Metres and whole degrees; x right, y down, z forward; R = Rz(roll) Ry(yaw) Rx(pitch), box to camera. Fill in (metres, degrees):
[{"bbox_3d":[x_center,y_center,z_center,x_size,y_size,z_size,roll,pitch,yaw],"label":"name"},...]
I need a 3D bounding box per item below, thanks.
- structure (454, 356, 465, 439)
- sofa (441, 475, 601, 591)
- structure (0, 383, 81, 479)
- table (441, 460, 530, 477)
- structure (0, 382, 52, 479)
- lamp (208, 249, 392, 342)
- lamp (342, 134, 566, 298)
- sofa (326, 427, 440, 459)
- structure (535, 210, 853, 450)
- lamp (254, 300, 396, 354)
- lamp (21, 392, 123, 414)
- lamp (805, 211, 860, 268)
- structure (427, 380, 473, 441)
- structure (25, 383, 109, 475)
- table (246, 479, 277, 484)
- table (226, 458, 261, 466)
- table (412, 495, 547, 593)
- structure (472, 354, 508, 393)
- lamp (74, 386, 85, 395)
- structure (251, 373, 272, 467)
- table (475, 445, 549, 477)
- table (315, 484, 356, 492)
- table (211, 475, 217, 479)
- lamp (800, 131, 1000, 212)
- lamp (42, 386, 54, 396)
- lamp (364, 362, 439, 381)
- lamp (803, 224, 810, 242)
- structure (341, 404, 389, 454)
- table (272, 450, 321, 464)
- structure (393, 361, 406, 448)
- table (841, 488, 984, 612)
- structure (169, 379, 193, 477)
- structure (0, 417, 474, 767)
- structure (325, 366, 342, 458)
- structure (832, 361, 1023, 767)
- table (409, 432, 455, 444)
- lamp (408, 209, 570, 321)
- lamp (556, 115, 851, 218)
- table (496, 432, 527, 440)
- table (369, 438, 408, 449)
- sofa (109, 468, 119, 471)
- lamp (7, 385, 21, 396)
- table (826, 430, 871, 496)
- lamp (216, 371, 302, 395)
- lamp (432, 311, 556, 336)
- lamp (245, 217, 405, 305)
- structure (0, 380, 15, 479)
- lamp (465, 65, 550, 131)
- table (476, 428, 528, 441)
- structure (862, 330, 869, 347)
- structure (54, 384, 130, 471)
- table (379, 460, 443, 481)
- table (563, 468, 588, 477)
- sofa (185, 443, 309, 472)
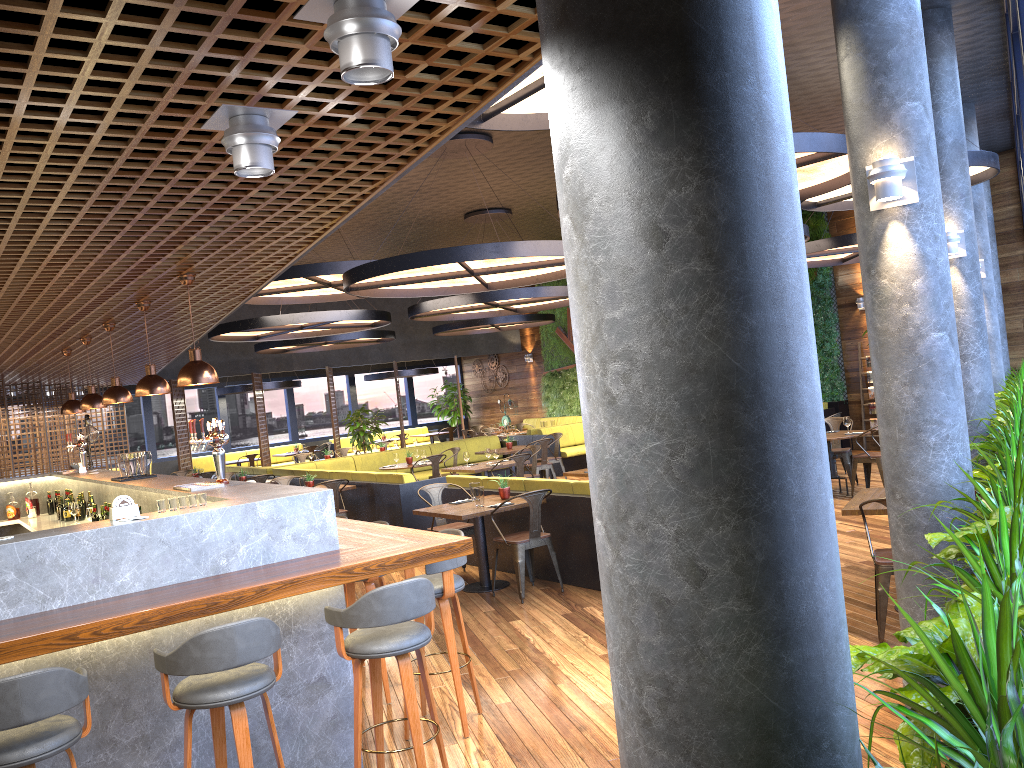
[{"bbox_3d":[-1.283,0.647,22.335,0.050,2.700,0.852,-6,0,-5],"label":"structure"},{"bbox_3d":[0.475,1.328,8.697,0.966,0.914,3.061,-6,0,-35],"label":"sofa"},{"bbox_3d":[-8.097,1.388,15.258,1.319,2.700,0.050,-6,0,-5],"label":"structure"},{"bbox_3d":[-0.331,1.499,12.291,0.906,0.763,0.887,-6,0,-35],"label":"table"},{"bbox_3d":[-8.001,1.375,14.058,1.319,2.700,0.050,-6,0,-5],"label":"structure"},{"bbox_3d":[-3.346,-1.546,13.801,2.778,1.475,2.778,-6,0,-31],"label":"lamp"},{"bbox_3d":[-0.497,-1.867,9.607,2.778,1.475,2.778,-6,0,20],"label":"lamp"},{"bbox_3d":[-3.461,1.789,24.438,3.061,0.914,0.966,-6,0,-35],"label":"sofa"},{"bbox_3d":[3.270,-0.814,19.503,0.918,4.593,9.182,-6,0,-35],"label":"structure"},{"bbox_3d":[-3.801,-1.489,17.788,2.778,1.475,2.778,-6,0,-34],"label":"lamp"},{"bbox_3d":[-9.529,-0.548,19.040,1.979,2.172,1.979,-6,0,-28],"label":"lamp"},{"bbox_3d":[5.050,-2.552,12.658,2.778,1.362,2.778,-6,0,24],"label":"lamp"},{"bbox_3d":[-1.647,0.952,25.550,1.493,2.184,1.272,-6,0,-35],"label":"structure"},{"bbox_3d":[-8.193,1.401,16.457,1.319,2.700,0.050,-6,0,-5],"label":"structure"},{"bbox_3d":[-4.096,1.918,13.683,0.887,0.763,0.906,-6,0,-35],"label":"table"},{"bbox_3d":[-6.362,2.180,20.822,0.887,0.763,0.906,-6,0,-35],"label":"table"},{"bbox_3d":[-0.265,1.485,8.149,0.906,0.763,0.887,-6,0,-35],"label":"table"},{"bbox_3d":[-0.648,-0.325,25.310,0.058,1.178,1.791,-6,0,-35],"label":"structure"},{"bbox_3d":[-8.340,0.132,17.102,0.228,0.172,0.228,-6,0,-35],"label":"lamp"},{"bbox_3d":[-5.456,1.103,19.439,0.050,2.700,0.852,-6,0,-5],"label":"structure"},{"bbox_3d":[0.029,1.464,14.845,0.887,0.763,0.906,-6,0,-35],"label":"table"},{"bbox_3d":[-2.572,1.746,11.460,0.887,0.763,0.906,-6,0,-35],"label":"table"},{"bbox_3d":[-5.623,2.090,15.903,0.887,0.763,0.906,-6,0,-35],"label":"table"},{"bbox_3d":[4.029,-2.606,9.472,1.979,1.093,1.979,-6,0,19],"label":"lamp"},{"bbox_3d":[-8.271,0.122,15.868,0.228,0.172,0.228,-6,0,-35],"label":"lamp"},{"bbox_3d":[-3.045,-1.259,23.540,1.979,2.172,1.979,-6,0,40],"label":"lamp"},{"bbox_3d":[2.624,-2.386,12.346,2.778,1.159,2.778,-6,0,33],"label":"lamp"},{"bbox_3d":[-3.356,1.345,20.070,0.993,1.763,1.166,-6,0,26],"label":"structure"},{"bbox_3d":[-5.218,2.055,21.621,0.906,0.763,0.887,-6,0,-35],"label":"table"},{"bbox_3d":[-2.674,0.799,21.370,0.050,2.700,0.852,-6,0,-5],"label":"structure"},{"bbox_3d":[2.815,1.141,6.014,0.887,0.763,0.906,-6,0,30],"label":"table"},{"bbox_3d":[-6.847,1.255,18.474,0.050,2.700,0.852,-6,0,-5],"label":"structure"},{"bbox_3d":[-3.948,0.917,7.373,2.700,2.700,9.298,-6,0,-35],"label":"structure"},{"bbox_3d":[-4.065,0.951,20.404,0.050,2.700,0.852,-6,0,-5],"label":"structure"},{"bbox_3d":[3.682,0.719,6.380,0.808,1.413,17.112,-6,0,30],"label":"structure"},{"bbox_3d":[-2.107,1.715,23.775,0.887,0.763,0.906,-6,0,-35],"label":"table"},{"bbox_3d":[-0.289,-1.883,13.708,2.778,1.475,2.778,-6,0,15],"label":"lamp"},{"bbox_3d":[1.736,-2.295,8.081,2.778,1.159,2.778,-6,0,1],"label":"lamp"},{"bbox_3d":[0.025,1.472,19.272,0.887,0.763,0.906,-6,0,-35],"label":"table"},{"bbox_3d":[-3.254,1.840,22.984,0.906,0.763,0.887,-6,0,-35],"label":"table"},{"bbox_3d":[-9.895,2.493,19.973,3.061,0.914,0.966,-6,0,-35],"label":"sofa"},{"bbox_3d":[-8.234,0.116,14.645,0.228,0.172,0.228,-6,0,-35],"label":"lamp"},{"bbox_3d":[4.007,1.018,11.140,1.007,0.760,1.007,-6,0,-41],"label":"table"},{"bbox_3d":[-6.194,-0.913,21.355,1.979,2.172,1.979,-6,0,10],"label":"lamp"},{"bbox_3d":[-0.472,-1.929,20.007,2.778,1.362,2.778,-6,0,20],"label":"lamp"},{"bbox_3d":[-2.461,-1.825,11.754,2.778,1.159,2.778,-6,0,16],"label":"lamp"},{"bbox_3d":[-7.906,1.363,12.858,1.319,2.700,0.050,-6,0,-5],"label":"structure"},{"bbox_3d":[0.315,-2.203,4.763,1.979,1.093,1.979,-6,0,19],"label":"lamp"},{"bbox_3d":[-0.208,1.500,21.162,0.887,0.763,0.906,-6,0,-35],"label":"table"},{"bbox_3d":[6.365,-0.040,14.084,1.406,2.359,1.650,-6,0,-26],"label":"structure"},{"bbox_3d":[-8.288,1.413,17.657,1.319,2.700,0.050,-6,0,-5],"label":"structure"},{"bbox_3d":[-1.536,1.635,13.892,1.007,0.760,1.007,-6,0,3],"label":"table"},{"bbox_3d":[1.239,1.322,9.975,0.887,0.763,0.906,-6,0,-35],"label":"table"},{"bbox_3d":[-6.562,2.128,22.286,3.061,0.914,0.966,-6,0,-35],"label":"sofa"}]
